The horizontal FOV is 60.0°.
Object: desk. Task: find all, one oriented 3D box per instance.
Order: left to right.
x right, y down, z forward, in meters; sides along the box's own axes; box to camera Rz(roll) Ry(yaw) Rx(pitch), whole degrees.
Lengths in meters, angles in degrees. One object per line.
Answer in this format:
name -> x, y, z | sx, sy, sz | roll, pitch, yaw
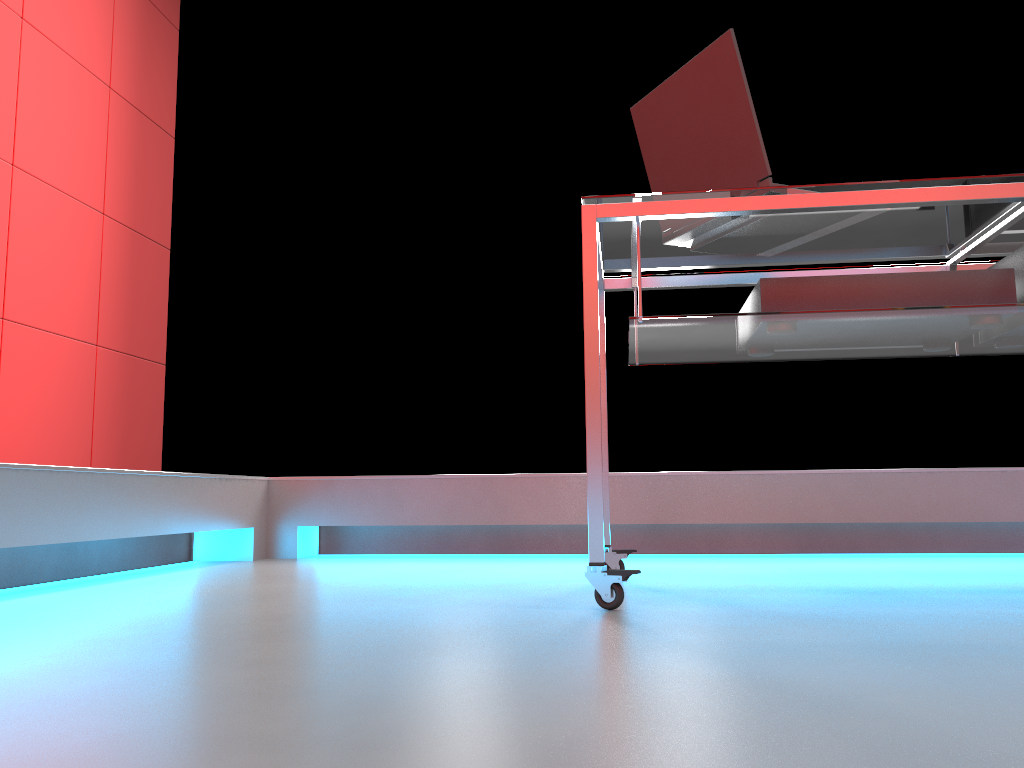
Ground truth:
desk -> 0.951, 0.035, 1.639 | 1.617, 0.690, 0.594 | -1, -7, 7

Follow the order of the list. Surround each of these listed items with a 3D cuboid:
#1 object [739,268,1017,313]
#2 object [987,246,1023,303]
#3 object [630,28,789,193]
object -> 0.689, -0.129, 1.757 | 0.435, 0.092, 0.365 | -1, -7, 7
object -> 1.178, -0.174, 1.703 | 0.431, 0.158, 0.371 | -1, -7, 7
object -> 0.466, -0.441, 1.720 | 0.340, 0.285, 0.342 | 2, -8, -23
